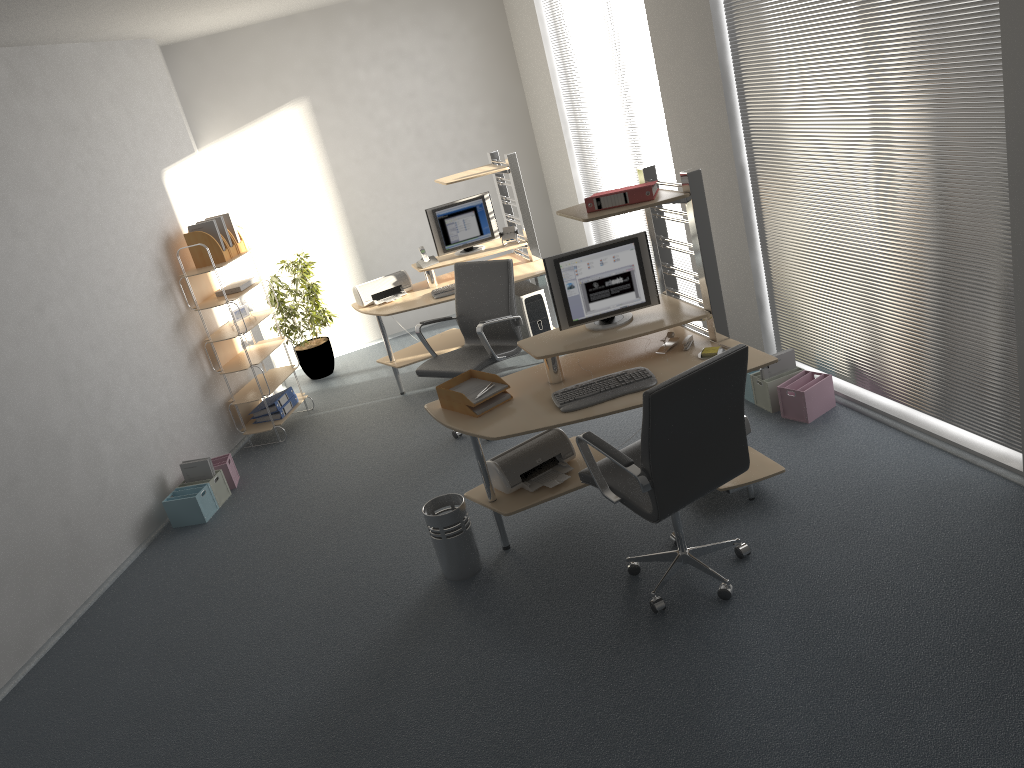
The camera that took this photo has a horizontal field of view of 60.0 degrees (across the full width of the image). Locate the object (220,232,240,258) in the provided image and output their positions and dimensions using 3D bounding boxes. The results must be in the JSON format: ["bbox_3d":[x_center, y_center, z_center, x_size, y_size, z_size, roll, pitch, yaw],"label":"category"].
[{"bbox_3d":[-2.181,-1.044,6.527,0.243,0.259,0.113,-10,21,14],"label":"object"}]

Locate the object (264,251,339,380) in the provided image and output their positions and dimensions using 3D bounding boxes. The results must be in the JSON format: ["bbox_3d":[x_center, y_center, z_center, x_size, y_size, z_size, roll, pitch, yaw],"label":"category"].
[{"bbox_3d":[-1.833,-0.601,7.857,0.544,1.147,0.644,-9,21,15],"label":"object"}]

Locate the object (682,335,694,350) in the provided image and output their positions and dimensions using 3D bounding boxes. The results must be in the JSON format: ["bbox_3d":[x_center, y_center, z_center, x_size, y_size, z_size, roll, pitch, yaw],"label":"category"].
[{"bbox_3d":[0.864,-0.207,4.358,0.022,0.042,0.134,-4,23,27],"label":"object"}]

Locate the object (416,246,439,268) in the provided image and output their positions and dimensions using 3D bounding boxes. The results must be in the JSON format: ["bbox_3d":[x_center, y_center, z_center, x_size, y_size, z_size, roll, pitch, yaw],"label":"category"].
[{"bbox_3d":[-0.679,-1.000,6.925,0.150,0.151,0.119,-25,22,-25],"label":"object"}]

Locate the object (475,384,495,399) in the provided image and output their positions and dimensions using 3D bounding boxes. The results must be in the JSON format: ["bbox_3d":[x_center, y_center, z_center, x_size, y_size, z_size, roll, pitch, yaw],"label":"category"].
[{"bbox_3d":[-0.129,0.038,4.250,0.008,0.009,0.159,2,26,38],"label":"object"}]

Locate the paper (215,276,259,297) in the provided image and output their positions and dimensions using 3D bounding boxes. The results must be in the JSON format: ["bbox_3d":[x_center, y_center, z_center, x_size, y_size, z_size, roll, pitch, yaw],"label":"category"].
[{"bbox_3d":[-2.072,-0.734,6.680,0.213,0.046,0.297,-10,21,13],"label":"paper"}]

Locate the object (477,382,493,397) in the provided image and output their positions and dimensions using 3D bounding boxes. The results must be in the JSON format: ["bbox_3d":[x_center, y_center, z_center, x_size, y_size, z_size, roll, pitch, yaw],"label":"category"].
[{"bbox_3d":[-0.132,0.028,4.279,0.008,0.009,0.159,-3,23,30],"label":"object"}]

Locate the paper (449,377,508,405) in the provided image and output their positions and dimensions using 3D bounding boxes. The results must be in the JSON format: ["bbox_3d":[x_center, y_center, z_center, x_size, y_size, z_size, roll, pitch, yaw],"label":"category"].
[{"bbox_3d":[-0.189,0.032,4.334,0.210,0.010,0.297,-28,24,-31],"label":"paper"}]

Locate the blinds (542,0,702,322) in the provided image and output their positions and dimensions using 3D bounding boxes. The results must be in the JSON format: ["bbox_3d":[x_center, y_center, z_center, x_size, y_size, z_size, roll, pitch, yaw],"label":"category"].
[{"bbox_3d":[0.821,-1.946,6.881,0.037,2.749,1.950,-19,21,-12],"label":"blinds"}]

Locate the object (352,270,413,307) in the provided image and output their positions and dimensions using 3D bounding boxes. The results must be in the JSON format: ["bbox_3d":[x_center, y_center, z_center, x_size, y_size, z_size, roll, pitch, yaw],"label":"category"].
[{"bbox_3d":[-0.984,-0.739,6.896,0.438,0.162,0.351,-22,21,-19],"label":"object"}]

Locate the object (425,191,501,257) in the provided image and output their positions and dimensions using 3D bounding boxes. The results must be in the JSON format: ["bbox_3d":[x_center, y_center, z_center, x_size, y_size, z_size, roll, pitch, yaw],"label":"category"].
[{"bbox_3d":[-0.377,-1.248,6.977,0.516,0.418,0.245,-14,20,2],"label":"object"}]

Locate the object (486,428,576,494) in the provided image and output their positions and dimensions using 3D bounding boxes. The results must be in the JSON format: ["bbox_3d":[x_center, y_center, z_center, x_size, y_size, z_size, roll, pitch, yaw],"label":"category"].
[{"bbox_3d":[0.131,0.392,4.433,0.438,0.162,0.351,-26,23,-27],"label":"object"}]

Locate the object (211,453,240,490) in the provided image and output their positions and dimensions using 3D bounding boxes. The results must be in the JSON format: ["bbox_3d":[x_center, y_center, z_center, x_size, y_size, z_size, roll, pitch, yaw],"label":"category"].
[{"bbox_3d":[-2.039,0.635,6.115,0.245,0.202,0.185,-16,20,-4],"label":"object"}]

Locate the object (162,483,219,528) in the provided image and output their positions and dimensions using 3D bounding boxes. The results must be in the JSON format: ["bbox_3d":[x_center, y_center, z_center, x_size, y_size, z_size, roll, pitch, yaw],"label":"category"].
[{"bbox_3d":[-2.073,0.788,5.735,0.245,0.202,0.185,-10,21,13],"label":"object"}]

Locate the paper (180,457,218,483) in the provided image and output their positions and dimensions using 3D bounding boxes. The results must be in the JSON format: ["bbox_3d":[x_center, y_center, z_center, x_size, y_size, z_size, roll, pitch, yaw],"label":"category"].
[{"bbox_3d":[-2.060,0.648,5.893,0.220,0.306,0.068,-10,21,13],"label":"paper"}]

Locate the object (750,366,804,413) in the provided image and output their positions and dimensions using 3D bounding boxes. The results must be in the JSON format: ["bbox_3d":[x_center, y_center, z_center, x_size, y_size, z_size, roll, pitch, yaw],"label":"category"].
[{"bbox_3d":[1.562,0.023,5.185,0.245,0.202,0.185,-19,21,-12],"label":"object"}]

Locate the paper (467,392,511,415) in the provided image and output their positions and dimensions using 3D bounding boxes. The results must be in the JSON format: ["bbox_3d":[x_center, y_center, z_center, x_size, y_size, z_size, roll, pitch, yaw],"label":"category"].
[{"bbox_3d":[-0.176,0.079,4.352,0.210,0.019,0.297,-28,24,-31],"label":"paper"}]

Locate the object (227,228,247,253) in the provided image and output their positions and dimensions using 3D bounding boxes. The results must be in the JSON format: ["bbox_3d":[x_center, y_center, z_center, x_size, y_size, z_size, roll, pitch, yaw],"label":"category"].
[{"bbox_3d":[-2.156,-1.093,6.638,0.243,0.259,0.113,-9,21,17],"label":"object"}]

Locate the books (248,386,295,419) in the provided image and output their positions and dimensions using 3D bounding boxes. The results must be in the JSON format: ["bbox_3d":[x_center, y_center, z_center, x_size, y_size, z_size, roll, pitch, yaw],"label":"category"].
[{"bbox_3d":[-1.874,0.145,6.901,0.263,0.100,0.320,-10,21,14],"label":"books"}]

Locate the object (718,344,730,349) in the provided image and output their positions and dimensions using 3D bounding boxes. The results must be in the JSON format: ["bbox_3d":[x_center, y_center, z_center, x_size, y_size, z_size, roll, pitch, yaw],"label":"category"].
[{"bbox_3d":[1.019,-0.174,4.207,0.011,0.011,0.158,-20,21,-15],"label":"object"}]

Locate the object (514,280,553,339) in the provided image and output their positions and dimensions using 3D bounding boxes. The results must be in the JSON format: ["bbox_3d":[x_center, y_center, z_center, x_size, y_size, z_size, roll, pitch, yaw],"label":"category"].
[{"bbox_3d":[0.133,-0.554,6.967,0.199,0.422,0.471,-19,21,-12],"label":"object"}]

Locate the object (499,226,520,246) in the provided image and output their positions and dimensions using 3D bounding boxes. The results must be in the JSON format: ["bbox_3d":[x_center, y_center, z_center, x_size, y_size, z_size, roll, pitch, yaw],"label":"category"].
[{"bbox_3d":[-0.015,-1.154,6.882,0.154,0.135,0.093,-6,22,23],"label":"object"}]

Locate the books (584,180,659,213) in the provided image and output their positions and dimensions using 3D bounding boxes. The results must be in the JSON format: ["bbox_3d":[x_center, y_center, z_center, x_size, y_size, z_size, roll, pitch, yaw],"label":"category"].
[{"bbox_3d":[0.530,-0.915,4.259,0.320,0.072,0.262,-8,21,18],"label":"books"}]

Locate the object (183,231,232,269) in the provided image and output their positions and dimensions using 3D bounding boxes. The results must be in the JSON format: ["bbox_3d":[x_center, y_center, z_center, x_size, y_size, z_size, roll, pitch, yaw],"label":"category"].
[{"bbox_3d":[-2.198,-0.996,6.414,0.243,0.259,0.113,-11,21,12],"label":"object"}]

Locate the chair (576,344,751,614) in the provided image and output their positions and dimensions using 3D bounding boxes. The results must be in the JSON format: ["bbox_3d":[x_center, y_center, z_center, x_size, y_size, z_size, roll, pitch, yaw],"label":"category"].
[{"bbox_3d":[0.649,0.360,3.685,0.584,1.048,0.652,-25,22,-25],"label":"chair"}]

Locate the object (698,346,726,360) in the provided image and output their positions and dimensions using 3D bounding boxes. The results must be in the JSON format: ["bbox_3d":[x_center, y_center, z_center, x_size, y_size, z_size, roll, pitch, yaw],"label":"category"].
[{"bbox_3d":[0.941,-0.153,4.185,0.132,0.026,0.132,-19,21,-12],"label":"object"}]

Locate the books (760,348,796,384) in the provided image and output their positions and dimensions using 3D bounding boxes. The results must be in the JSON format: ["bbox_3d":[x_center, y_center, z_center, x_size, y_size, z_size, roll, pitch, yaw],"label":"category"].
[{"bbox_3d":[1.549,-0.037,5.147,0.220,0.306,0.068,-19,21,-12],"label":"books"}]

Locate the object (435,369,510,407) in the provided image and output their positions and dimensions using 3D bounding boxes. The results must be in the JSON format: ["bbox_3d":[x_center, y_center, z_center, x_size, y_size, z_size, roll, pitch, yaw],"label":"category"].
[{"bbox_3d":[-0.193,0.016,4.329,0.225,0.060,0.309,-28,24,-31],"label":"object"}]

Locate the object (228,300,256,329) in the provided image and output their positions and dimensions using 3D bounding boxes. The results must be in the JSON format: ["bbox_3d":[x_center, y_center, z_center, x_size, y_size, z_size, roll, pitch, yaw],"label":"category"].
[{"bbox_3d":[-2.035,-0.527,6.648,0.077,0.161,0.192,-2,24,31],"label":"object"}]

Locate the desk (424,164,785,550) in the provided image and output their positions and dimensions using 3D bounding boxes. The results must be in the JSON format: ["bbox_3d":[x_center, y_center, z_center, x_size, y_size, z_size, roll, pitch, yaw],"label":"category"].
[{"bbox_3d":[0.355,-0.049,4.221,1.469,1.566,0.967,-19,21,-12],"label":"desk"}]

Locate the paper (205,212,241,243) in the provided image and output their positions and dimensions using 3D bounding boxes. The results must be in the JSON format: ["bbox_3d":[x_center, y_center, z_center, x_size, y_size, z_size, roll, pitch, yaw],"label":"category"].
[{"bbox_3d":[-2.157,-1.118,6.650,0.213,0.297,0.045,-9,21,17],"label":"paper"}]

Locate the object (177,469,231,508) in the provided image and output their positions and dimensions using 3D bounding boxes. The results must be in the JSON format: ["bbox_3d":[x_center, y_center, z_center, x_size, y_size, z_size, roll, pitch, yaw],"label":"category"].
[{"bbox_3d":[-2.046,0.717,5.903,0.245,0.202,0.185,-10,21,13],"label":"object"}]

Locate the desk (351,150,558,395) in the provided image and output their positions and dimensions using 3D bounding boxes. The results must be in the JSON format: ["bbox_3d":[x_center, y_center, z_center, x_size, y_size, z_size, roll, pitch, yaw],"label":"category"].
[{"bbox_3d":[-0.481,-0.795,6.781,1.469,1.566,0.967,-19,21,-12],"label":"desk"}]

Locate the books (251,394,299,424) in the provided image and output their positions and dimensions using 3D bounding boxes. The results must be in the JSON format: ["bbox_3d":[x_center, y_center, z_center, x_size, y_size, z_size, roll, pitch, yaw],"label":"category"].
[{"bbox_3d":[-1.851,0.193,6.917,0.262,0.072,0.320,-10,21,14],"label":"books"}]

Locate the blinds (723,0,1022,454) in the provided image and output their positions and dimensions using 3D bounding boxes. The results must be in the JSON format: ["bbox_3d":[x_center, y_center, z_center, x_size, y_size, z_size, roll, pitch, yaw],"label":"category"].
[{"bbox_3d":[1.660,-1.198,4.315,0.022,2.770,1.950,-19,21,-12],"label":"blinds"}]

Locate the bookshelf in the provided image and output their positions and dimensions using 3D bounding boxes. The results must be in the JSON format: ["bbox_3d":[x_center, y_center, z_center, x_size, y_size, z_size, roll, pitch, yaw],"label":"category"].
[{"bbox_3d":[-2.010,-0.362,6.723,0.381,1.572,0.724,-10,21,14],"label":"bookshelf"}]

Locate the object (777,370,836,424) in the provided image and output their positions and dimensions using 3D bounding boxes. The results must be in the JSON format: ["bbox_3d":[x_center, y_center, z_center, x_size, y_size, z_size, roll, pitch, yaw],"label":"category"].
[{"bbox_3d":[1.655,0.074,4.984,0.245,0.202,0.185,-26,23,-29],"label":"object"}]

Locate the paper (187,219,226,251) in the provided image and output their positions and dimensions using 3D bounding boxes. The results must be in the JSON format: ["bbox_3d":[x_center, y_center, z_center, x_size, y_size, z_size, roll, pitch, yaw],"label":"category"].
[{"bbox_3d":[-2.201,-1.022,6.426,0.213,0.297,0.045,-11,21,12],"label":"paper"}]

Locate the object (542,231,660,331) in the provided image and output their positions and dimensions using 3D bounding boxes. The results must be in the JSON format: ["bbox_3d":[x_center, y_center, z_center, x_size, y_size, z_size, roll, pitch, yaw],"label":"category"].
[{"bbox_3d":[0.454,-0.508,4.438,0.516,0.418,0.245,-12,20,9],"label":"object"}]

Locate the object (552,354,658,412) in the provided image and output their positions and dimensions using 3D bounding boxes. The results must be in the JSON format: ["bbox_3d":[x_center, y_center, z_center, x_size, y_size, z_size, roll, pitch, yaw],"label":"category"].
[{"bbox_3d":[0.383,-0.042,4.360,0.478,0.082,0.814,-17,20,-5],"label":"object"}]

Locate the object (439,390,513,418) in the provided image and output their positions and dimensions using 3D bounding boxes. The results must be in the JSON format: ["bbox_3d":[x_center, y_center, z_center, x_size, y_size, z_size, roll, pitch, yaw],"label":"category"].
[{"bbox_3d":[-0.180,0.067,4.348,0.225,0.060,0.309,-28,24,-31],"label":"object"}]

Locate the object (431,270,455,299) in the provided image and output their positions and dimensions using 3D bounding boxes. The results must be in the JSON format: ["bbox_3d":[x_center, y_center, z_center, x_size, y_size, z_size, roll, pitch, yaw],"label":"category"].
[{"bbox_3d":[-0.413,-0.796,6.913,0.478,0.082,0.814,-17,20,-5],"label":"object"}]

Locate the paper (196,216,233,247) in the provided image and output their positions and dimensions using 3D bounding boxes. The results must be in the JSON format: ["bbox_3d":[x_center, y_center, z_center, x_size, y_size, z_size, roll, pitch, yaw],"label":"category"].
[{"bbox_3d":[-2.184,-1.069,6.539,0.213,0.297,0.045,-10,21,14],"label":"paper"}]

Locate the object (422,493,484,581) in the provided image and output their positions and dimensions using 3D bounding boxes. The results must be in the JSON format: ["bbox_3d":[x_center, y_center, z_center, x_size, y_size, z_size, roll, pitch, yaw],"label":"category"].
[{"bbox_3d":[-0.285,0.749,4.318,0.208,0.377,0.208,-3,23,29],"label":"object"}]

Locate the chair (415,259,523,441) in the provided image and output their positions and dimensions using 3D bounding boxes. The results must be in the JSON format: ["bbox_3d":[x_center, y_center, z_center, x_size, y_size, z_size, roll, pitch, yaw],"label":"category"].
[{"bbox_3d":[-0.248,-0.209,5.822,0.584,1.048,0.652,3,27,40],"label":"chair"}]

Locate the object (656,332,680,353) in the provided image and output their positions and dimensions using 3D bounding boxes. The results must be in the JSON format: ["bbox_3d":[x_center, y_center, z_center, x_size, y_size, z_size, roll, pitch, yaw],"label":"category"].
[{"bbox_3d":[0.771,-0.213,4.408,0.054,0.064,0.159,4,27,41],"label":"object"}]

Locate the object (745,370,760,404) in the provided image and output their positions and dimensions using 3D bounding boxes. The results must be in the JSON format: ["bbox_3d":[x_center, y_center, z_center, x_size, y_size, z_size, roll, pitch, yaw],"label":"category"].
[{"bbox_3d":[1.507,-0.027,5.355,0.245,0.202,0.185,-19,21,-12],"label":"object"}]
